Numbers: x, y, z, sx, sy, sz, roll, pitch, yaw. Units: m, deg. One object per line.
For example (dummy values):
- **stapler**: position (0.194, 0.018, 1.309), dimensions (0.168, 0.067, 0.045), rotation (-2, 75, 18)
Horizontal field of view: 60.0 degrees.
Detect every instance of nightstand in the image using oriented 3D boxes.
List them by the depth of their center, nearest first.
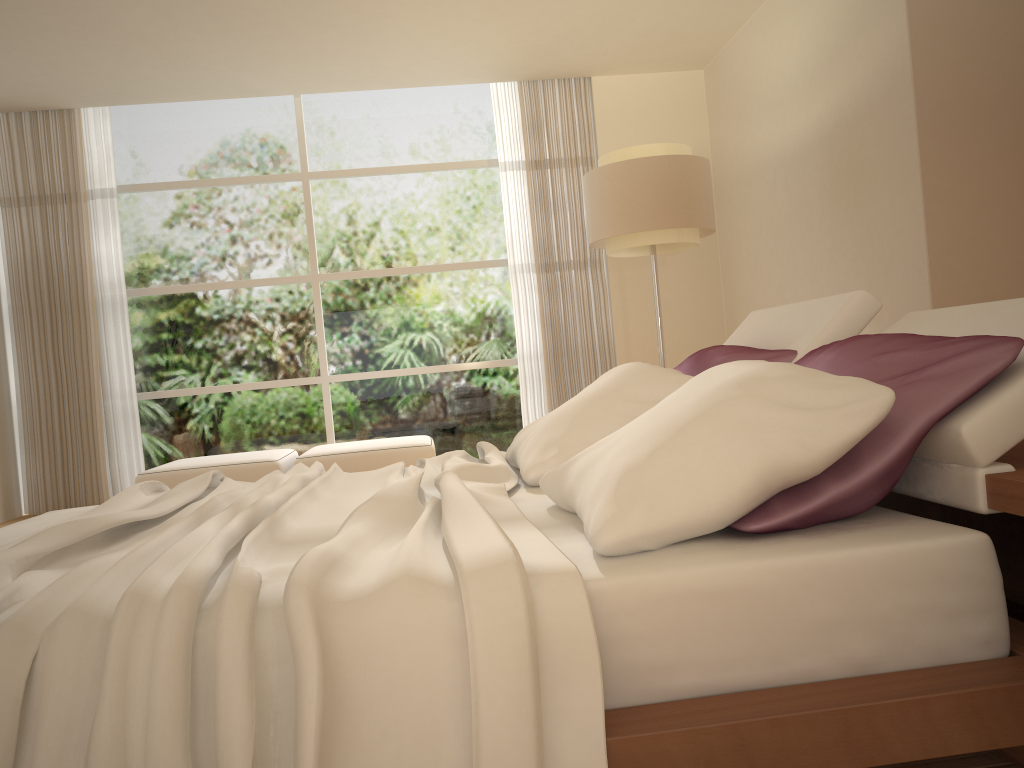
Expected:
- **nightstand**: position (0.993, 0.393, 2.430), dimensions (0.493, 0.539, 4.220), rotation (-5, 1, -6)

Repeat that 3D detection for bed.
- **bed**: position (-0.407, 0.512, 2.238), dimensions (2.535, 0.570, 2.599), rotation (-5, 1, -6)

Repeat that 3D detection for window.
- **window**: position (-1.632, -0.876, 7.352), dimensions (4.781, 3.371, 0.071), rotation (-5, 1, -6)

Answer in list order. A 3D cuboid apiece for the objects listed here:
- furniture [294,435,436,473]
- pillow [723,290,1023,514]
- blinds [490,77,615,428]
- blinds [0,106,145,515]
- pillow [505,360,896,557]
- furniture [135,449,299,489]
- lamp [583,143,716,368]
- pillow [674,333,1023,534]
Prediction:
- **furniture**: position (-1.033, 0.603, 6.453), dimensions (0.965, 0.346, 0.964), rotation (-5, 1, -6)
- **pillow**: position (0.896, -0.026, 2.419), dimensions (0.461, 0.457, 1.779), rotation (-5, 1, -6)
- **blinds**: position (0.360, -1.050, 7.238), dimensions (0.814, 3.351, 0.202), rotation (-5, 1, -7)
- **blinds**: position (-3.492, -0.686, 6.912), dimensions (0.950, 3.352, 0.211), rotation (-5, 1, -7)
- **pillow**: position (0.313, 0.117, 2.346), dimensions (0.561, 0.339, 1.720), rotation (-5, 1, -6)
- **furniture**: position (-2.059, 0.700, 6.352), dimensions (0.965, 0.346, 0.964), rotation (-5, 1, -6)
- **lamp**: position (0.907, -0.398, 5.457), dimensions (0.817, 2.018, 0.817), rotation (-4, 1, 37)
- **pillow**: position (0.579, 0.077, 2.379), dimensions (0.575, 0.369, 1.683), rotation (-5, 1, -6)
